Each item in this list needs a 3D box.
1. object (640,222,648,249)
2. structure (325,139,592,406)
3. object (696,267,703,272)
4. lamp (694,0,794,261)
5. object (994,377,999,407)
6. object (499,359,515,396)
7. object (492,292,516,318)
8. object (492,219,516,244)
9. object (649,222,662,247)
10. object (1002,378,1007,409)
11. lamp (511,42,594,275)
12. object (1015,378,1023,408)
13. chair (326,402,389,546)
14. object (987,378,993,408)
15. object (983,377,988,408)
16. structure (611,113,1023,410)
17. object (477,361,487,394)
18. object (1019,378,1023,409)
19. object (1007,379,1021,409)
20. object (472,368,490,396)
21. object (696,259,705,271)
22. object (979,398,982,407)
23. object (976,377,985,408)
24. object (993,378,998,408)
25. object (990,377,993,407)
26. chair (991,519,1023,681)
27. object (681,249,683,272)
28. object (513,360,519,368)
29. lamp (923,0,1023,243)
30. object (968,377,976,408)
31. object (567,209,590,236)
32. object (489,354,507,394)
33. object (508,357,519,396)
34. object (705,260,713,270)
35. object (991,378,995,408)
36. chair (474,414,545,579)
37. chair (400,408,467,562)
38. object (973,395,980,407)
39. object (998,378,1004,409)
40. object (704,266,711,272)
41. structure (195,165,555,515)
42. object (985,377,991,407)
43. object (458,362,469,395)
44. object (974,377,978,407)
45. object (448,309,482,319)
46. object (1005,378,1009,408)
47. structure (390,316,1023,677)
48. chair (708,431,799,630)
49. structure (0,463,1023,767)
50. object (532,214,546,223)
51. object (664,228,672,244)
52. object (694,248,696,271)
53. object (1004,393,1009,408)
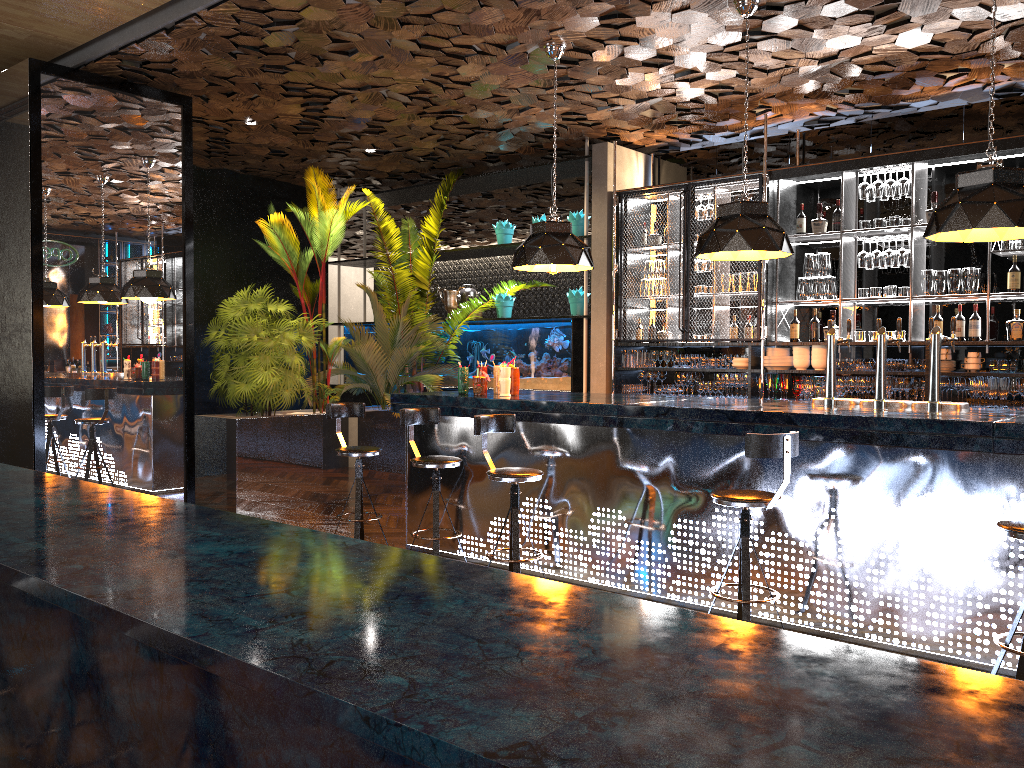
[{"bbox_3d":[1.331,-1.499,8.933,0.075,0.260,0.075,0,2,-1],"label":"object"},{"bbox_3d":[-0.612,-0.762,10.564,4.269,3.734,0.705,2,2,40],"label":"structure"},{"bbox_3d":[1.816,-1.190,8.578,0.081,0.213,0.081,-2,3,-44],"label":"object"},{"bbox_3d":[1.439,-1.575,5.478,0.582,1.564,0.607,2,2,40],"label":"lamp"},{"bbox_3d":[3.753,0.065,6.872,0.049,0.231,0.049,1,2,30],"label":"object"},{"bbox_3d":[-0.038,-0.046,6.189,0.099,0.264,0.081,-1,2,-29],"label":"object"},{"bbox_3d":[-0.093,-0.890,10.016,0.265,0.325,0.245,0,2,4],"label":"object"},{"bbox_3d":[-0.089,-1.695,9.990,0.265,0.325,0.245,0,2,4],"label":"object"},{"bbox_3d":[1.424,-1.484,8.803,0.108,0.244,0.108,1,2,29],"label":"object"},{"bbox_3d":[3.727,0.070,6.727,0.049,0.231,0.049,2,3,44],"label":"object"},{"bbox_3d":[0.295,-1.581,6.284,0.582,1.606,0.607,2,2,40],"label":"lamp"},{"bbox_3d":[3.915,0.069,6.811,0.091,0.229,0.091,0,2,-14],"label":"object"},{"bbox_3d":[-1.079,0.693,6.150,0.476,1.108,0.419,2,2,40],"label":"chair"},{"bbox_3d":[3.626,0.069,6.727,0.049,0.231,0.049,-1,2,-38],"label":"object"},{"bbox_3d":[3.654,0.064,6.853,0.058,0.234,0.058,0,2,-16],"label":"object"},{"bbox_3d":[3.614,-0.526,6.740,6.750,3.553,1.143,2,2,40],"label":"structure"},{"bbox_3d":[-0.221,-0.049,6.519,0.078,0.246,0.084,2,2,39],"label":"object"},{"bbox_3d":[3.869,0.073,6.702,0.091,0.229,0.091,-1,2,-29],"label":"object"},{"bbox_3d":[3.759,0.074,6.640,0.091,0.229,0.091,1,2,27],"label":"object"},{"bbox_3d":[-0.219,-0.015,6.326,0.131,0.191,0.110,-1,2,-38],"label":"object"},{"bbox_3d":[1.789,-1.185,8.412,0.081,0.213,0.081,-2,3,-44],"label":"object"},{"bbox_3d":[3.693,0.059,7.000,0.058,0.234,0.058,2,3,43],"label":"object"},{"bbox_3d":[3.585,0.066,6.786,0.058,0.234,0.058,2,3,44],"label":"object"},{"bbox_3d":[3.715,0.067,6.819,0.049,0.231,0.049,0,2,-13],"label":"object"},{"bbox_3d":[3.762,0.060,6.983,0.058,0.234,0.058,0,2,-6],"label":"object"},{"bbox_3d":[2.078,0.799,3.424,0.419,1.108,0.476,-1,2,-35],"label":"chair"},{"bbox_3d":[1.650,-1.189,8.531,0.081,0.213,0.081,-2,3,-44],"label":"object"},{"bbox_3d":[0.012,-0.050,6.463,0.080,0.254,0.091,2,3,42],"label":"object"},{"bbox_3d":[2.426,-1.537,4.485,0.582,1.564,0.607,2,2,40],"label":"lamp"},{"bbox_3d":[3.535,0.064,6.817,0.058,0.234,0.058,0,2,-7],"label":"object"},{"bbox_3d":[0.706,-1.669,9.316,0.265,0.325,0.245,2,2,34],"label":"object"},{"bbox_3d":[-0.101,-0.074,6.524,0.105,0.298,0.116,0,2,-19],"label":"object"},{"bbox_3d":[0.004,-0.057,6.320,0.091,0.277,0.080,0,2,-17],"label":"object"},{"bbox_3d":[1.858,-1.182,8.354,0.081,0.213,0.081,-2,3,-44],"label":"object"},{"bbox_3d":[3.670,0.068,6.777,0.049,0.231,0.049,-1,2,-41],"label":"object"},{"bbox_3d":[-0.006,0.737,4.997,0.476,1.108,0.419,2,2,40],"label":"chair"},{"bbox_3d":[-0.497,0.715,5.570,0.476,1.108,0.419,2,2,40],"label":"chair"},{"bbox_3d":[3.639,0.061,6.936,0.058,0.234,0.058,1,2,15],"label":"object"},{"bbox_3d":[3.684,0.071,6.678,0.049,0.231,0.049,2,2,36],"label":"object"},{"bbox_3d":[1.882,-1.188,8.522,0.081,0.213,0.081,-2,3,-44],"label":"object"},{"bbox_3d":[-1.470,-0.653,9.704,1.873,3.561,4.073,2,3,42],"label":"structure"},{"bbox_3d":[3.714,0.062,6.919,0.058,0.234,0.058,1,2,17],"label":"object"},{"bbox_3d":[-0.356,-0.042,6.444,0.084,0.237,0.086,-1,2,-31],"label":"object"},{"bbox_3d":[3.592,0.063,6.880,0.058,0.234,0.058,-1,2,-27],"label":"object"},{"bbox_3d":[-0.555,-0.818,10.499,0.320,0.135,0.250,2,2,40],"label":"object"},{"bbox_3d":[3.774,0.068,6.773,0.049,0.231,0.049,-1,3,-42],"label":"object"},{"bbox_3d":[1.778,0.453,5.078,6.009,1.685,1.214,2,2,40],"label":"structure"},{"bbox_3d":[1.119,0.769,4.174,0.419,1.108,0.476,-1,2,-35],"label":"chair"},{"bbox_3d":[-0.946,0.876,2.234,4.941,0.998,0.673,2,2,40],"label":"structure"},{"bbox_3d":[0.339,-1.681,9.631,0.244,0.325,0.255,-1,2,-23],"label":"object"},{"bbox_3d":[1.537,-1.491,8.726,0.075,0.261,0.075,0,2,-1],"label":"object"},{"bbox_3d":[1.723,-1.187,8.468,0.081,0.213,0.081,-2,3,-44],"label":"object"},{"bbox_3d":[3.804,0.067,6.825,0.049,0.231,0.049,2,3,43],"label":"object"}]
